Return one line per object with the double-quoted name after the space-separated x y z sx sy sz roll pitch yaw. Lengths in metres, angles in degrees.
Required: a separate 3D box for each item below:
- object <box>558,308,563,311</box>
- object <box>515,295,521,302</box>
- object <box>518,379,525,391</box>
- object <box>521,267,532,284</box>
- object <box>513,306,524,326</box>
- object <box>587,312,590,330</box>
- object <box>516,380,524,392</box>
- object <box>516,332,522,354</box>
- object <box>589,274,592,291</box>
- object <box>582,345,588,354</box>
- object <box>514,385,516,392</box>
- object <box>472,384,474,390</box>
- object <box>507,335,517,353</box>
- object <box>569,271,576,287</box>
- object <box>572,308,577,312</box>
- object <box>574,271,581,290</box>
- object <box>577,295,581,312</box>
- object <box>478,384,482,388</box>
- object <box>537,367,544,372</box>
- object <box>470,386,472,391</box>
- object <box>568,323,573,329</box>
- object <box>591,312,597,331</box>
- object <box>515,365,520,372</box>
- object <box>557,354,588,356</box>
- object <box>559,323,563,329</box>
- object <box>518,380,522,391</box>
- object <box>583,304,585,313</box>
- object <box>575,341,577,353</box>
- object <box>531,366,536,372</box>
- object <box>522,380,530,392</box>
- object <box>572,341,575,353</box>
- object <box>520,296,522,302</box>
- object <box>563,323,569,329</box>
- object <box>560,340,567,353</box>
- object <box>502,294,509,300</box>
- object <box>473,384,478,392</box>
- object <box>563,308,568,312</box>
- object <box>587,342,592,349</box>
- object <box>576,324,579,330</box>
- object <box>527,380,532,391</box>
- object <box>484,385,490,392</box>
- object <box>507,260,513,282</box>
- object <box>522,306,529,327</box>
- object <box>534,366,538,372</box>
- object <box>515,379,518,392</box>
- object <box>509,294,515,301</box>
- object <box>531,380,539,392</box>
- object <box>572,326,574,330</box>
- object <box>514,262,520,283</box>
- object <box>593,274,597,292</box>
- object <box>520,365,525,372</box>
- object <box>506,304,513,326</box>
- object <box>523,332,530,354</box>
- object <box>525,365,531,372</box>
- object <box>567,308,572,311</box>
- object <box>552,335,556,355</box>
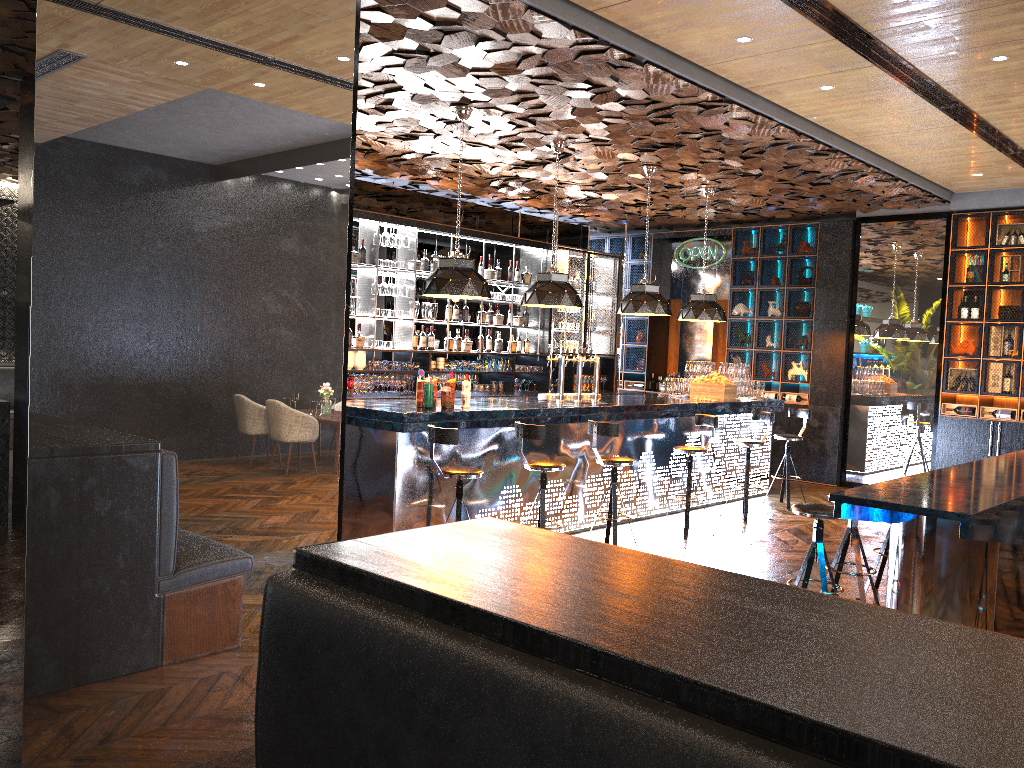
0.699 -1.168 12.735 0.092 0.244 0.092 4 3 37 "object"
0.073 -1.148 11.905 0.089 0.092 0.089 5 3 42 "object"
0.128 0.012 12.203 0.107 0.152 0.107 0 3 -41 "object"
0.198 -1.471 12.056 0.151 0.248 0.094 2 3 -19 "object"
0.085 -0.915 11.965 0.123 0.279 0.123 4 3 32 "object"
1.115 -0.931 13.102 0.086 0.299 0.086 3 3 2 "object"
0.105 0.029 11.846 0.106 0.148 0.106 1 3 -29 "object"
0.095 -0.564 12.049 0.086 0.298 0.086 3 3 2 "object"
1.143 -1.492 13.076 0.083 0.282 0.083 1 3 -32 "object"
1.073 -0.560 13.086 0.083 0.282 0.083 4 3 28 "object"
0.006 0.020 11.673 0.089 0.174 0.089 3 3 3 "object"
-0.484 0.044 11.491 0.067 0.099 0.067 3 3 15 "object"
0.000 -0.538 11.927 0.151 0.248 0.094 1 3 -38 "object"
0.843 -1.490 12.754 0.123 0.279 0.123 0 4 -44 "object"
0.895 -1.158 12.704 0.092 0.244 0.092 4 3 37 "object"
0.951 -1.492 12.869 0.083 0.282 0.083 4 3 28 "object"
0.962 -1.158 12.777 0.092 0.244 0.092 4 3 37 "object"
-0.411 0.050 11.428 0.067 0.099 0.067 3 3 15 "object"
0.381 -0.200 12.060 0.088 0.070 0.098 1 3 -37 "object"
-0.553 0.044 11.422 0.067 0.100 0.067 4 3 35 "object"
0.825 -0.827 12.754 0.089 0.092 0.089 5 3 43 "object"
1.209 -0.923 13.200 0.083 0.282 0.083 1 3 -37 "object"
0.065 -0.205 11.739 0.084 0.082 0.084 5 4 44 "object"
0.875 -0.423 12.804 0.273 0.019 0.437 5 3 43 "object"
0.715 -0.829 12.699 0.089 0.092 0.089 3 3 10 "object"
0.098 0.021 12.012 0.106 0.148 0.106 2 3 -19 "object"
1.032 -1.158 12.853 0.092 0.244 0.092 4 3 37 "object"
0.908 -0.523 12.943 0.105 0.209 0.105 4 3 28 "object"
0.276 -0.203 12.020 0.088 0.070 0.098 2 3 -12 "object"
0.183 0.028 11.934 0.106 0.148 0.106 1 3 -38 "object"
0.862 -0.520 12.821 0.105 0.209 0.105 4 3 28 "object"
0.108 -1.157 12.136 0.089 0.092 0.089 2 3 -8 "object"
0.763 -0.823 12.603 0.089 0.092 0.089 4 3 27 "object"
0.737 -0.523 12.763 0.105 0.209 0.105 4 3 28 "object"
-0.089 -1.154 11.891 0.089 0.092 0.089 2 3 -3 "object"
-0.465 0.051 11.354 0.067 0.100 0.067 4 3 35 "object"
0.774 -1.168 12.816 0.092 0.244 0.092 4 3 37 "object"
1.148 -0.568 13.187 0.086 0.298 0.086 3 3 2 "object"
0.967 -0.823 12.818 0.089 0.092 0.089 4 3 27 "object"
0.226 0.020 12.118 0.107 0.152 0.107 1 3 -33 "object"
-0.319 0.058 11.343 0.067 0.099 0.067 3 3 15 "object"
-0.024 -1.497 11.820 0.086 0.299 0.086 3 3 2 "object"
0.188 -0.928 12.101 0.086 0.299 0.086 3 3 2 "object"
0.307 -0.206 12.125 0.098 0.070 0.088 2 3 -20 "object"
0.036 0.016 11.792 0.089 0.174 0.089 3 3 3 "object"
-0.004 -1.146 11.779 0.089 0.092 0.089 4 3 28 "object"
0.312 0.028 12.040 0.107 0.152 0.107 2 3 -22 "object"
0.866 -0.835 12.975 0.089 0.092 0.089 4 3 27 "object"
0.068 -1.499 11.960 0.086 0.298 0.086 3 3 2 "object"
1.218 -1.503 13.197 0.086 0.298 0.086 3 3 7 "object"
0.132 -0.205 11.810 0.084 0.082 0.084 1 3 -30 "object"
-0.026 -0.927 11.876 0.086 0.298 0.086 3 3 2 "object"
0.204 -0.563 12.147 0.080 0.299 0.080 0 4 -45 "object"
0.213 -0.206 11.897 0.084 0.082 0.084 4 3 25 "object"
0.820 -1.157 12.623 0.092 0.244 0.092 4 3 37 "object"
0.579 -0.567 12.556 0.086 0.299 0.086 3 3 2 "object"
